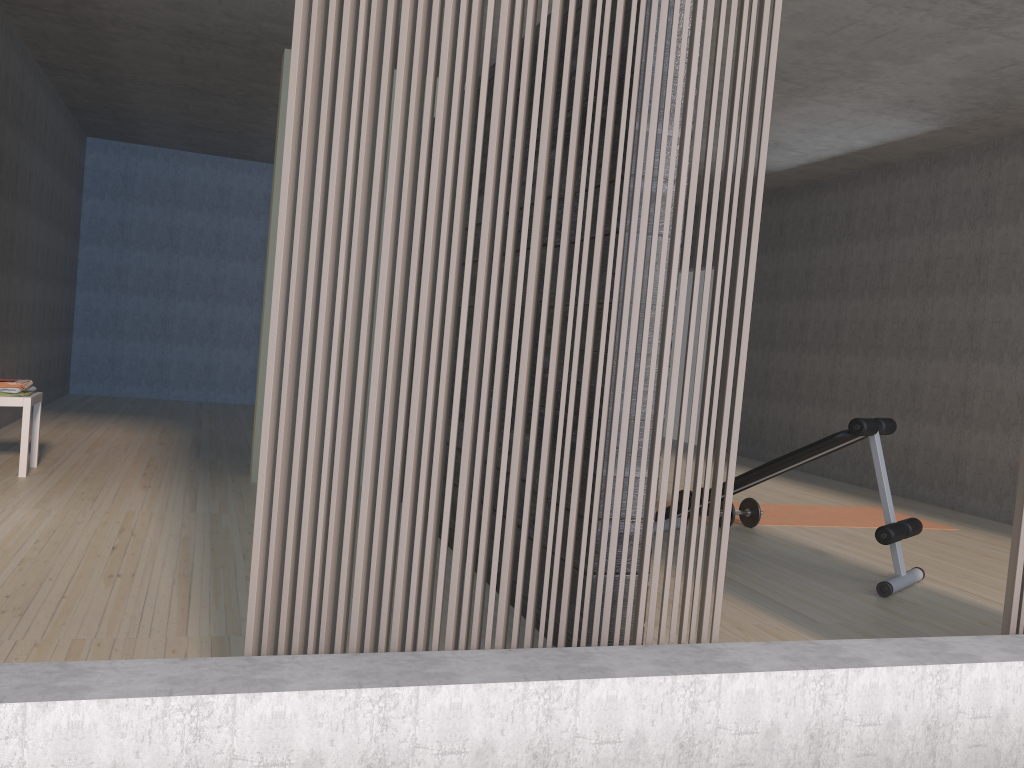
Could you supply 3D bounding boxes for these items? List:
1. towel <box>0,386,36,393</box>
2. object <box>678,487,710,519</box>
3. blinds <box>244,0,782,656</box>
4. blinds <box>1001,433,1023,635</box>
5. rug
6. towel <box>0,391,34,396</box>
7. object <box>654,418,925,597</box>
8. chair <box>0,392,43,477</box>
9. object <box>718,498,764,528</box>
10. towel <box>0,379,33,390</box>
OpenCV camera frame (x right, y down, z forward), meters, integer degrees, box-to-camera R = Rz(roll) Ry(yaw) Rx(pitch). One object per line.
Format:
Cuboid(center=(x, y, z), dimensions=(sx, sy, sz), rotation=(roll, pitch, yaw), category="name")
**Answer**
Cuboid(center=(-2.787, 0.024, 4.828), dimensions=(0.306, 0.047, 0.297), rotation=(5, 2, -15), category="towel")
Cuboid(center=(1.090, 0.711, 5.292), dimensions=(0.176, 0.176, 0.385), rotation=(7, 3, 42), category="object")
Cuboid(center=(0.084, -0.528, 1.947), dimensions=(1.133, 2.744, 0.069), rotation=(4, 2, -19), category="blinds")
Cuboid(center=(2.000, -0.383, 2.614), dimensions=(1.133, 2.744, 0.069), rotation=(4, 2, -19), category="blinds")
Cuboid(center=(1.487, 0.825, 5.667), dimensions=(2.779, 0.002, 0.716), rotation=(4, 2, -19), category="rug")
Cuboid(center=(-2.781, 0.045, 4.824), dimensions=(0.307, 0.038, 0.297), rotation=(4, 2, -20), category="towel")
Cuboid(center=(1.300, 0.485, 4.357), dimensions=(1.312, 0.746, 0.505), rotation=(7, 3, 40), category="object")
Cuboid(center=(-2.841, 0.126, 4.818), dimensions=(0.457, 0.697, 0.417), rotation=(4, 2, -20), category="chair")
Cuboid(center=(1.304, 0.746, 5.136), dimensions=(0.385, 0.176, 0.176), rotation=(4, 3, -27), category="object")
Cuboid(center=(-2.783, 0.000, 4.822), dimensions=(0.294, 0.046, 0.297), rotation=(4, 2, -19), category="towel")
